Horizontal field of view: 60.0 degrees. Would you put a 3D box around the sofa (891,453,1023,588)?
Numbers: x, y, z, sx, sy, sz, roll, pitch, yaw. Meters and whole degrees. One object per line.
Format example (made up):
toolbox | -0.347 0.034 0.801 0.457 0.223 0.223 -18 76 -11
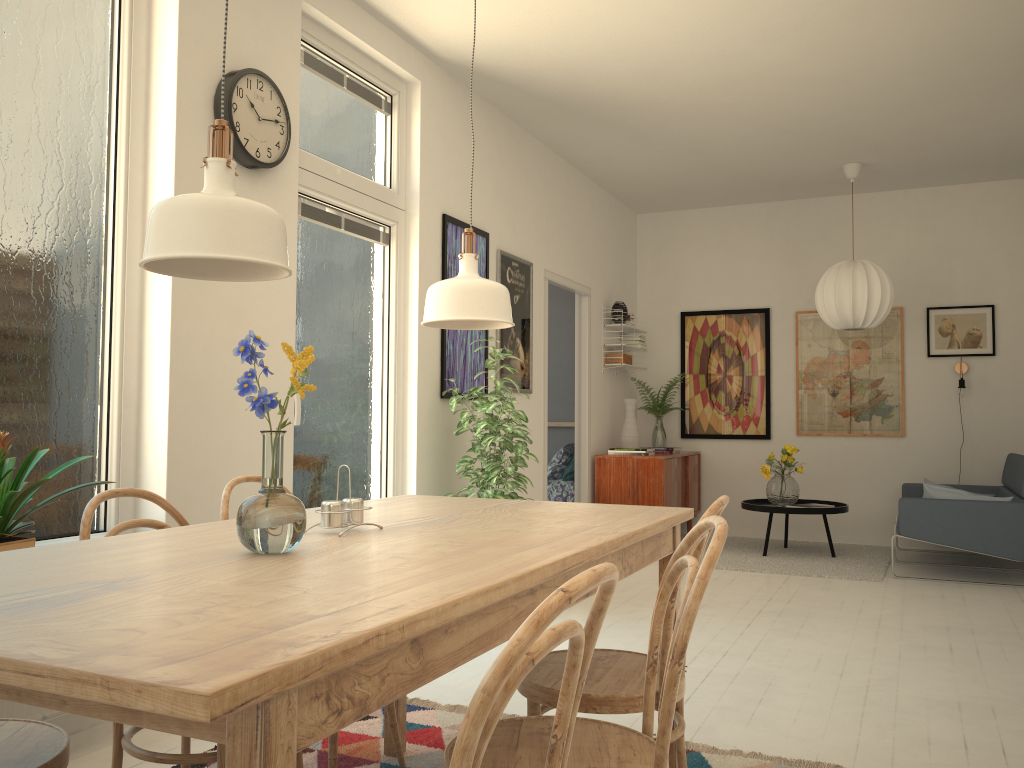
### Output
sofa | 3.156 0.876 6.116 0.964 0.773 1.602 -1 -3 24

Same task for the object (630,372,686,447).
object | 1.314 0.248 7.794 0.476 0.686 0.398 -1 -3 26

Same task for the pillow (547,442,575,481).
pillow | 0.431 0.673 7.677 0.237 0.338 0.437 -1 -3 22

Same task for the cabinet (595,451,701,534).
cabinet | 1.153 0.936 7.343 0.546 0.727 1.262 -1 -3 24

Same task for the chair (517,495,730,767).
chair | 0.247 0.653 2.014 0.483 0.811 0.385 -1 -3 22

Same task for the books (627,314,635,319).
books | 0.937 -0.565 7.427 0.178 0.036 0.145 0 -2 18

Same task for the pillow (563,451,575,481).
pillow | 0.661 0.692 7.803 0.237 0.385 0.767 -1 -3 22

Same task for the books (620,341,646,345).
books | 1.051 -0.350 7.703 0.168 0.021 0.197 -1 -3 27

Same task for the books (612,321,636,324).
books | 0.940 -0.512 7.436 0.158 0.019 0.131 -1 -3 26

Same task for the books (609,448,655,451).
books | 0.940 0.512 6.943 0.311 0.015 0.192 -1 -3 28

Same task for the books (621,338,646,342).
books | 1.054 -0.382 7.704 0.173 0.023 0.190 -1 -3 24

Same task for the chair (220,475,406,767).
chair | -0.552 0.665 2.443 0.483 0.811 0.385 -1 -3 27

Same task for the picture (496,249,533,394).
picture | 0.023 -0.380 5.634 0.020 0.869 0.525 -1 -3 24

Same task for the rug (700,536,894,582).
rug | 2.073 1.268 6.547 1.304 0.012 1.660 -1 -3 26

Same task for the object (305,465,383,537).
object | -0.349 0.237 1.840 0.095 0.138 0.154 -1 -3 25

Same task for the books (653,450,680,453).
books | 1.208 0.568 7.497 0.371 0.022 0.259 -1 -3 24

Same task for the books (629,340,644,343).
books | 1.057 -0.365 7.718 0.147 0.012 0.195 -1 -3 22

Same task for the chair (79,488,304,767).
chair | -0.691 0.644 1.956 0.483 0.811 0.385 -1 -3 22

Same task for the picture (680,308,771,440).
picture | 1.866 -0.084 7.781 0.778 1.134 0.018 -1 -3 24

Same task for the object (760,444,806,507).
object | 2.029 0.688 6.677 0.361 0.471 0.291 2 -3 -27

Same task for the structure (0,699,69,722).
structure | -1.450 0.794 2.274 0.113 0.279 1.028 -1 -3 24

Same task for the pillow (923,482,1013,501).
pillow | 2.834 0.795 5.556 0.533 0.354 0.141 -1 -3 24

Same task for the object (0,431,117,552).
object | -1.381 0.339 2.451 0.417 0.425 0.487 -1 -3 31

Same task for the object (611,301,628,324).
object | 0.883 -0.581 7.287 0.139 0.200 0.139 1 -3 -21

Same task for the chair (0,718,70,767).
chair | -1.006 0.623 1.486 0.483 0.811 0.385 1 -3 -3

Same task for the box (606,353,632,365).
box | 0.885 -0.200 7.340 0.152 0.084 0.265 -1 -3 25

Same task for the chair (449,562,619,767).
chair | -0.118 0.611 1.069 0.483 0.811 0.385 -1 -3 27

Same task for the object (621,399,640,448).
object | 0.968 0.344 7.243 0.158 0.446 0.160 2 -3 -26

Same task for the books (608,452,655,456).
books | 0.939 0.544 6.942 0.320 0.020 0.237 -1 -3 21

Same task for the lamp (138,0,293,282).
lamp | -0.459 -0.975 1.436 0.229 1.596 0.229 1 -3 -20

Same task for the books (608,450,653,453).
books | 0.930 0.527 6.946 0.296 0.015 0.240 -1 -3 24

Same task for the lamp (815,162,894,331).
lamp | 2.512 -1.013 6.530 0.536 1.229 0.536 2 -3 -32

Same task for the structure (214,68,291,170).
structure | -0.980 -1.011 3.389 0.074 0.371 0.371 -1 -3 24

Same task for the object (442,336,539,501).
object | -0.106 0.468 4.614 0.514 1.424 0.568 2 -3 -23

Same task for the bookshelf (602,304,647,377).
bookshelf | 0.964 -0.358 7.509 0.184 0.565 0.695 -1 -3 24

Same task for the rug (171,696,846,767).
rug | -0.442 1.038 1.539 1.748 0.035 3.024 -1 -3 24

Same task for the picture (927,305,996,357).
picture | 3.556 -0.417 7.031 0.481 0.402 0.015 -1 -3 24

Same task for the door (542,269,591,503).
door | 0.016 0.247 6.667 0.882 2.034 0.955 -1 -3 24

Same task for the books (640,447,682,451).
books | 1.223 0.548 7.498 0.368 0.020 0.254 -1 -3 27

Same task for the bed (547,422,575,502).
bed | 0.033 0.831 8.042 1.656 0.974 0.933 -1 -3 24

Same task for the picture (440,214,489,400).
picture | -0.259 -0.410 5.014 0.018 0.999 0.545 -1 -3 24

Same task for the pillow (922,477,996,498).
pillow | 3.367 0.856 6.714 0.540 0.277 0.157 -1 -3 26

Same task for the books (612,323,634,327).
books | 0.931 -0.488 7.436 0.159 0.028 0.146 -1 -3 21

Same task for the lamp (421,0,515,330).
lamp | -0.103 -0.941 2.217 0.229 1.596 0.229 2 -3 -31

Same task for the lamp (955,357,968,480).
lamp | 3.402 0.497 6.983 0.360 1.416 0.112 -1 -3 24

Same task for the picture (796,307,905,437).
picture | 2.796 -0.095 7.362 0.838 1.053 0.012 -1 -3 24

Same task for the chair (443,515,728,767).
chair | 0.123 0.631 1.519 0.483 0.811 0.385 0 -3 7

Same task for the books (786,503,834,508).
books | 2.177 0.900 6.469 0.289 0.031 0.200 2 -3 -31

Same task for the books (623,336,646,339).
books | 1.059 -0.399 7.710 0.153 0.013 0.197 -1 -3 27

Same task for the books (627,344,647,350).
books | 1.059 -0.321 7.706 0.179 0.038 0.190 -1 -3 24

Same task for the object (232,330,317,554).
object | -0.420 0.099 1.555 0.144 0.389 0.206 1 -3 -13

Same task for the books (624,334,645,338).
books | 1.064 -0.413 7.707 0.147 0.016 0.195 -1 -3 22

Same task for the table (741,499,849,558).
table | 2.098 1.078 6.592 0.761 0.386 0.760 -2 -3 40

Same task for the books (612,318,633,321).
books | 0.928 -0.534 7.435 0.155 0.024 0.136 0 -2 17

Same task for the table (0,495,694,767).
table | -0.292 0.676 1.735 0.894 0.749 1.797 -1 -3 24
